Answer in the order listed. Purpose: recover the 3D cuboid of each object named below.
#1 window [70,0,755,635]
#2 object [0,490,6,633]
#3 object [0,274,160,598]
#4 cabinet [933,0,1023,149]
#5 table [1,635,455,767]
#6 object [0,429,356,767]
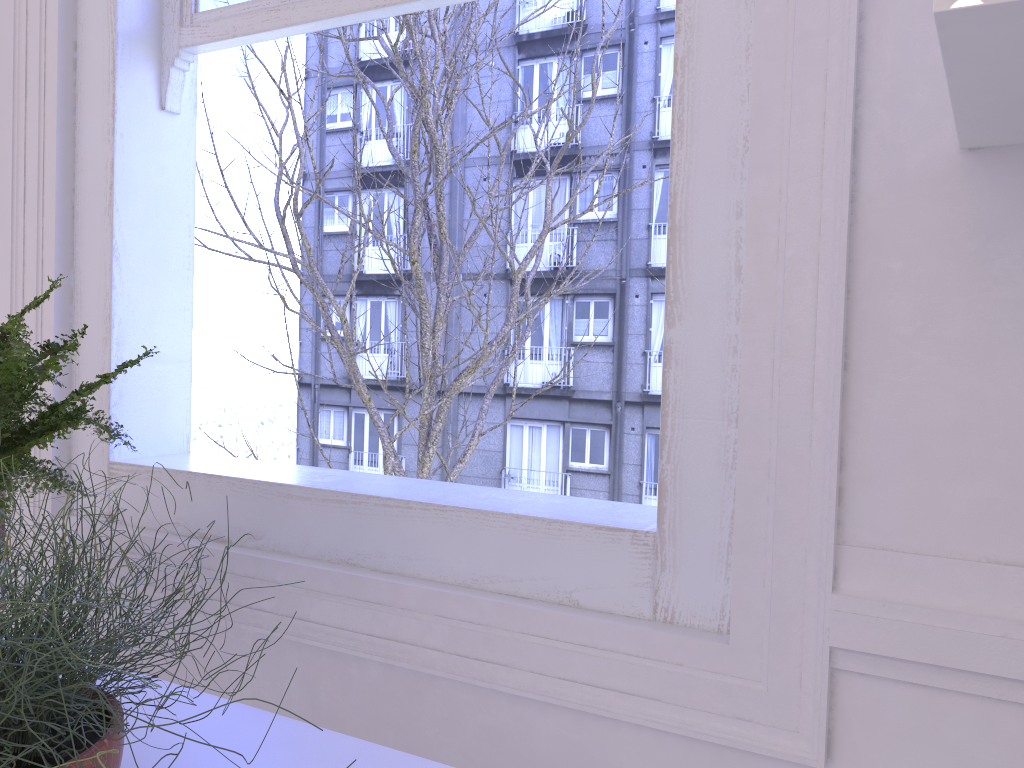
[{"bbox_3d":[-0.204,-0.623,1.383,1.234,1.782,0.181,3,2,29],"label":"window"},{"bbox_3d":[-0.813,0.214,1.245,0.294,0.237,0.028,3,2,29],"label":"object"},{"bbox_3d":[-0.654,0.084,0.900,0.438,0.527,0.368,3,2,29],"label":"object"},{"bbox_3d":[0.724,-0.868,0.478,0.823,1.311,0.425,3,2,29],"label":"cabinet"},{"bbox_3d":[-0.635,0.663,0.759,1.514,0.619,0.736,3,2,29],"label":"table"},{"bbox_3d":[-0.392,0.199,0.647,0.531,0.367,0.668,0,2,-36],"label":"object"}]
